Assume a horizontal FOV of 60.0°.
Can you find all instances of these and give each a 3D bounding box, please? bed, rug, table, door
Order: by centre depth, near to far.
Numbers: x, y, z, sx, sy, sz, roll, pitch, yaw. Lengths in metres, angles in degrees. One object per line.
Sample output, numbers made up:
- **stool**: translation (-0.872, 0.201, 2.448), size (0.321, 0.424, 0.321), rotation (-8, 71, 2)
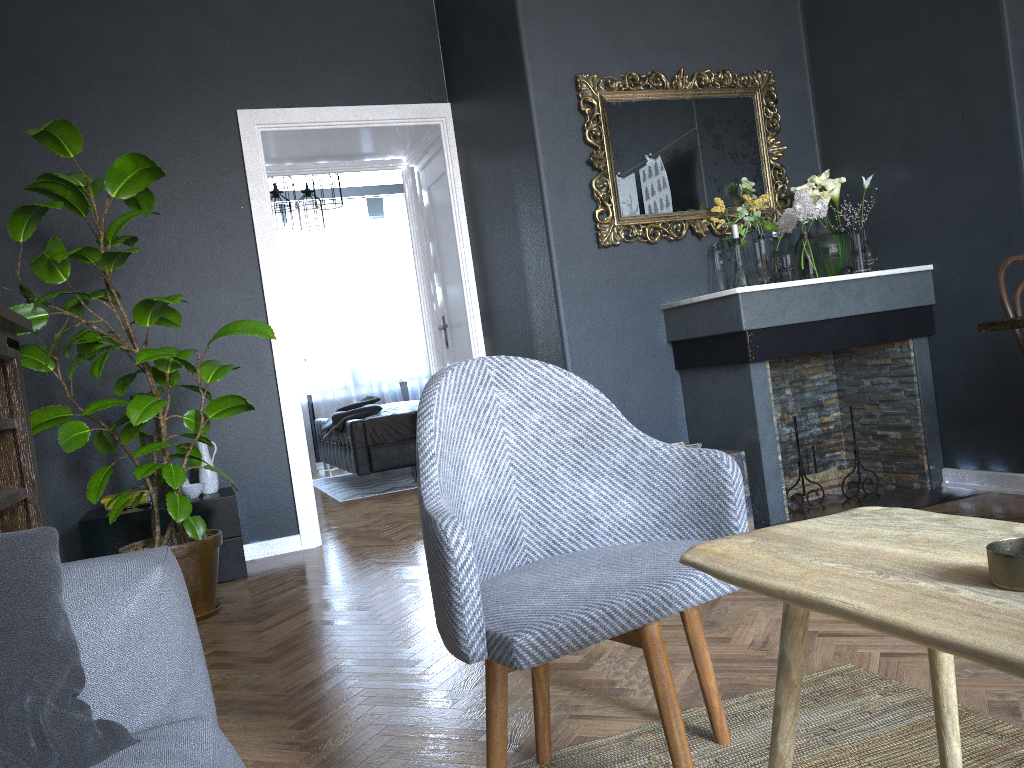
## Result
- **table**: translation (0.492, 0.431, 0.729), size (0.339, 0.550, 0.788), rotation (-9, 1, -20)
- **rug**: translation (0.645, 0.682, 0.923), size (1.003, 0.013, 2.012), rotation (-8, 1, -20)
- **table**: translation (2.162, 0.084, 1.963), size (1.125, 0.728, 1.605), rotation (-8, 1, -20)
- **door**: translation (-0.308, -0.371, 5.438), size (0.162, 2.188, 0.857), rotation (-9, 2, -20)
- **rug**: translation (-0.908, 0.781, 7.579), size (1.457, 0.013, 2.046), rotation (-8, 1, -20)
- **bed**: translation (-0.521, 0.137, 7.763), size (2.373, 1.162, 2.266), rotation (-8, 1, -20)

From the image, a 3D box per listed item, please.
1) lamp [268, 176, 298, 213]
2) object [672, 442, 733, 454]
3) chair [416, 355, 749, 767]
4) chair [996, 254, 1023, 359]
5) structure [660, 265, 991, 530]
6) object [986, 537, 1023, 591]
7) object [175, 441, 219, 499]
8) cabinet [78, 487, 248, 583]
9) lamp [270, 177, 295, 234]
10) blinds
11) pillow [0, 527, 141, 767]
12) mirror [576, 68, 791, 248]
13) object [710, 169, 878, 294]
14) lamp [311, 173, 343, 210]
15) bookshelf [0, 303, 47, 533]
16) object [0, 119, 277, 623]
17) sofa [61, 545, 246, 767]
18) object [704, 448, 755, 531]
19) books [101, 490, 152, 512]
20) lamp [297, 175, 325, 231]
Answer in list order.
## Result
- **lamp**: translation (-1.880, -1.750, 7.108), size (0.210, 0.714, 0.210), rotation (-8, 2, -6)
- **object**: translation (0.669, 0.385, 3.718), size (0.369, 0.247, 0.533), rotation (-8, 1, -19)
- **chair**: translation (0.108, 0.335, 1.582), size (0.644, 0.811, 0.495), rotation (-9, 2, -41)
- **chair**: translation (1.865, 0.013, 2.751), size (0.437, 0.921, 0.549), rotation (-9, 2, -17)
- **structure**: translation (1.341, 0.045, 3.878), size (1.064, 0.981, 0.834), rotation (-9, 2, -20)
- **object**: translation (0.472, 0.144, 0.583), size (0.103, 0.033, 0.369), rotation (-8, 1, -9)
- **object**: translation (-1.539, 0.402, 4.186), size (0.228, 0.268, 0.228), rotation (-8, 2, 14)
- **cabinet**: translation (-1.603, 0.744, 4.123), size (0.650, 0.390, 0.456), rotation (-8, 1, -20)
- **lamp**: translation (-2.001, -1.689, 7.476), size (0.210, 0.805, 0.210), rotation (-8, 2, -6)
- **blinds**: translation (-2.121, -0.493, 9.187), size (3.989, 2.790, 0.312), rotation (-8, 2, -20)
- **pillow**: translation (-0.665, 0.286, 0.756), size (0.442, 0.362, 0.797), rotation (-8, 1, -2)
- **mirror**: translation (0.823, -1.061, 4.102), size (1.056, 0.784, 0.067), rotation (-8, 2, -20)
- **object**: translation (1.286, -0.722, 4.041), size (0.726, 0.547, 0.474), rotation (-8, 2, -17)
- **lamp**: translation (-1.483, -1.770, 6.942), size (0.210, 0.770, 0.210), rotation (-8, 2, -6)
- **bookshelf**: translation (-1.449, 0.365, 2.074), size (0.450, 1.172, 1.919), rotation (-9, 1, -20)
- **object**: translation (-1.523, -0.009, 3.397), size (1.117, 1.900, 0.764), rotation (-9, 2, -26)
- **sofa**: translation (-0.480, 0.451, 0.158), size (0.969, 0.798, 2.341), rotation (-9, 1, -20)
- **object**: translation (0.676, 0.461, 3.719), size (0.383, 0.326, 0.552), rotation (-9, 1, -20)
- **books**: translation (-1.778, 0.539, 4.098), size (0.214, 0.066, 0.162), rotation (-8, 1, -24)
- **lamp**: translation (-1.820, -1.751, 7.870), size (0.210, 0.747, 0.210), rotation (-8, 2, -6)
